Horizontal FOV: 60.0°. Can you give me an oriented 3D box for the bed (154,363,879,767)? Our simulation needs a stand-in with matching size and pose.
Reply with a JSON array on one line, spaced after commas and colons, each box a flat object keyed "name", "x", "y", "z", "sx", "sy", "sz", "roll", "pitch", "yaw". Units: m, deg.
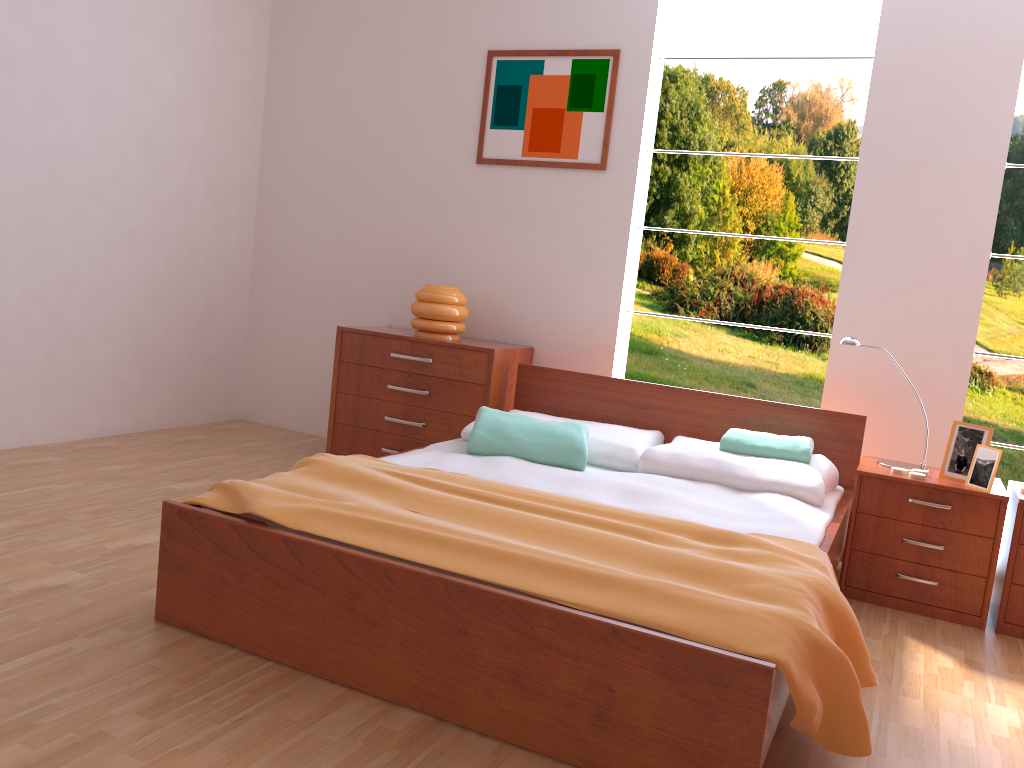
[{"name": "bed", "x": 0.293, "y": 0.354, "z": 2.689, "sx": 1.632, "sy": 0.560, "sz": 1.990, "roll": 9, "pitch": 7, "yaw": 24}]

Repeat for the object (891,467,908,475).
[{"name": "object", "x": 1.269, "y": 0.286, "z": 2.906, "sx": 0.049, "sy": 0.018, "sz": 0.049, "roll": 8, "pitch": 6, "yaw": 11}]

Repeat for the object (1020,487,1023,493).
[{"name": "object", "x": 1.632, "y": 0.339, "z": 2.798, "sx": 0.049, "sy": 0.018, "sz": 0.049, "roll": 8, "pitch": 6, "yaw": 11}]

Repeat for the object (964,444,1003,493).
[{"name": "object", "x": 1.467, "y": 0.262, "z": 2.758, "sx": 0.027, "sy": 0.137, "sz": 0.094, "roll": 4, "pitch": 7, "yaw": -20}]

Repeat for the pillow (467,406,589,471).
[{"name": "pillow", "x": 0.065, "y": 0.193, "z": 3.117, "sx": 0.425, "sy": 0.164, "sz": 0.334, "roll": 6, "pitch": 6, "yaw": 1}]

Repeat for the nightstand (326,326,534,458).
[{"name": "nightstand", "x": -0.389, "y": 0.092, "z": 4.109, "sx": 0.815, "sy": 0.626, "sz": 0.428, "roll": 9, "pitch": 7, "yaw": 24}]

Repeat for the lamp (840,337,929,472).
[{"name": "lamp", "x": 1.277, "y": 0.066, "z": 3.034, "sx": 0.337, "sy": 0.421, "sz": 0.163, "roll": 8, "pitch": 7, "yaw": 12}]

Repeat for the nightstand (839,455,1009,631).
[{"name": "nightstand", "x": 1.366, "y": 0.519, "z": 2.973, "sx": 0.439, "sy": 0.442, "sz": 0.377, "roll": 9, "pitch": 7, "yaw": 24}]

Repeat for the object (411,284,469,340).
[{"name": "object", "x": -0.331, "y": -0.329, "z": 4.054, "sx": 0.264, "sy": 0.244, "sz": 0.264, "roll": 12, "pitch": 8, "yaw": 41}]

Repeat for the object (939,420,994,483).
[{"name": "object", "x": 1.470, "y": 0.223, "z": 2.871, "sx": 0.037, "sy": 0.191, "sz": 0.131, "roll": 2, "pitch": 8, "yaw": -35}]

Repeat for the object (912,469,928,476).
[{"name": "object", "x": 1.343, "y": 0.293, "z": 2.919, "sx": 0.049, "sy": 0.018, "sz": 0.049, "roll": 8, "pitch": 6, "yaw": 11}]

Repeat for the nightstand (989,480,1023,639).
[{"name": "nightstand", "x": 1.784, "y": 0.587, "z": 2.782, "sx": 0.439, "sy": 0.442, "sz": 0.377, "roll": 9, "pitch": 7, "yaw": 24}]

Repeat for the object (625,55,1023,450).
[{"name": "object", "x": 1.555, "y": -0.714, "z": 3.491, "sx": 2.205, "sy": 1.815, "sz": 0.033, "roll": 9, "pitch": 7, "yaw": 24}]

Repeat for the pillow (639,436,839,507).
[{"name": "pillow", "x": 0.828, "y": 0.314, "z": 3.175, "sx": 0.630, "sy": 0.182, "sz": 0.574, "roll": 9, "pitch": 7, "yaw": 23}]

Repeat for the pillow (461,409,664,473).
[{"name": "pillow", "x": 0.206, "y": 0.215, "z": 3.437, "sx": 0.682, "sy": 0.157, "sz": 0.574, "roll": 8, "pitch": 7, "yaw": 18}]

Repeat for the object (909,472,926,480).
[{"name": "object", "x": 1.301, "y": 0.296, "z": 2.847, "sx": 0.049, "sy": 0.018, "sz": 0.049, "roll": 8, "pitch": 6, "yaw": 11}]

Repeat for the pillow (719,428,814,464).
[{"name": "pillow", "x": 0.920, "y": 0.231, "z": 3.208, "sx": 0.322, "sy": 0.116, "sz": 0.276, "roll": 9, "pitch": 7, "yaw": 21}]

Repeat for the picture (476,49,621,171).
[{"name": "picture", "x": 0.155, "y": -1.244, "z": 4.017, "sx": 0.645, "sy": 0.517, "sz": 0.030, "roll": 9, "pitch": 7, "yaw": 24}]
